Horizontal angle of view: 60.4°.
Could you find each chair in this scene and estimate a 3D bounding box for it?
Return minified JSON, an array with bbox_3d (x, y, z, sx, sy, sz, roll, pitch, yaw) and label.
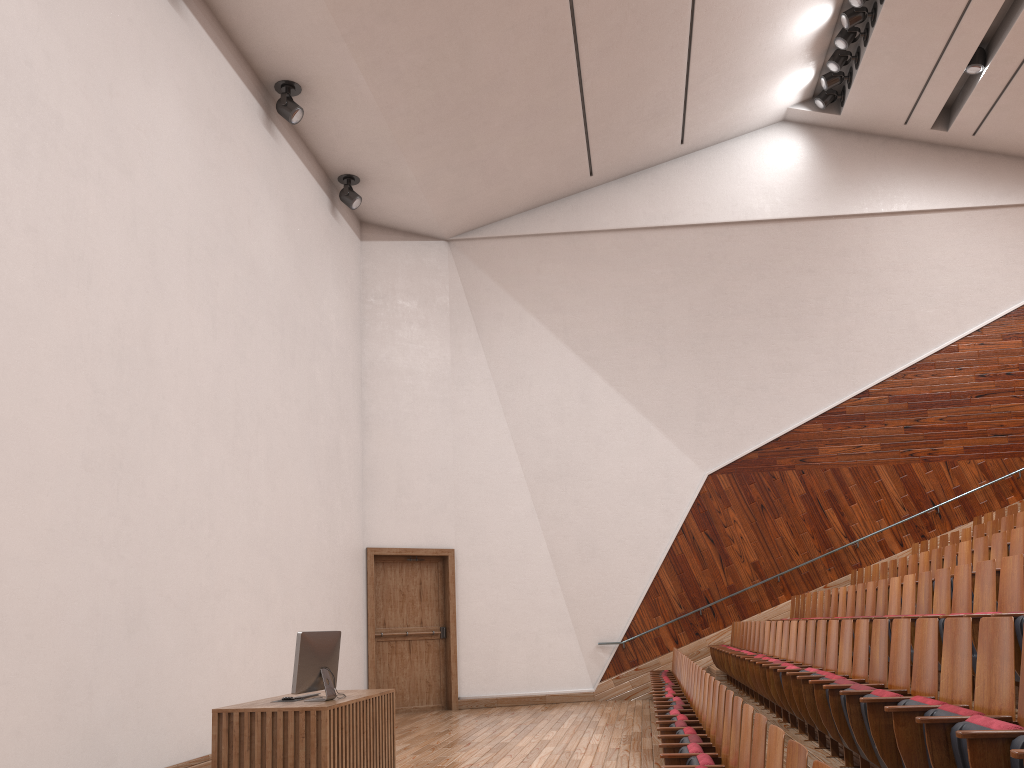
[{"bbox_3d":[0.481,0.083,0.612,0.771,0.364,1.213,-4,-15,8],"label":"chair"}]

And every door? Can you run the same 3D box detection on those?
[{"bbox_3d":[-0.149,0.360,1.287,0.140,0.234,0.025,4,-10,-30],"label":"door"}]

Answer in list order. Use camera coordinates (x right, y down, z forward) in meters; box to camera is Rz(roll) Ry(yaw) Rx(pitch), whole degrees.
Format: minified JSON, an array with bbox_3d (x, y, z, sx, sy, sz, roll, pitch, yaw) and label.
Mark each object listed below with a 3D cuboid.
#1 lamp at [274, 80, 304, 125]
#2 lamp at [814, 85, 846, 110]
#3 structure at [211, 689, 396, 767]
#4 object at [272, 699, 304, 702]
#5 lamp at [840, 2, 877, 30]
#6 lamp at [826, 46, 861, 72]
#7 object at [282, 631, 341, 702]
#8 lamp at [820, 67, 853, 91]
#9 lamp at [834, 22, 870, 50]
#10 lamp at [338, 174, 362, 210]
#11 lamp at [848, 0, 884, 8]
[{"bbox_3d":[-0.253,-0.316,0.997,0.033,0.043,0.031,-1,-11,-3],"label":"lamp"},{"bbox_3d":[0.484,-0.436,1.342,0.045,0.031,0.031,-4,-12,8],"label":"lamp"},{"bbox_3d":[-0.144,0.263,0.637,0.078,0.069,0.160,-4,-14,8],"label":"structure"},{"bbox_3d":[-0.158,0.224,0.622,0.018,0.001,0.023,-4,-16,8],"label":"object"},{"bbox_3d":[0.457,-0.485,1.162,0.044,0.030,0.031,-4,-12,8],"label":"lamp"},{"bbox_3d":[0.470,-0.462,1.251,0.045,0.031,0.031,-4,-12,8],"label":"lamp"},{"bbox_3d":[-0.144,0.202,0.630,0.041,0.047,0.091,-4,-14,8],"label":"object"},{"bbox_3d":[0.478,-0.449,1.296,0.044,0.030,0.031,-4,-12,8],"label":"lamp"},{"bbox_3d":[0.463,-0.475,1.201,0.045,0.031,0.031,-4,-12,8],"label":"lamp"},{"bbox_3d":[-0.222,-0.260,1.202,0.033,0.043,0.031,-6,-11,19],"label":"lamp"},{"bbox_3d":[0.451,-0.498,1.119,0.045,0.031,0.031,-4,-12,8],"label":"lamp"}]
